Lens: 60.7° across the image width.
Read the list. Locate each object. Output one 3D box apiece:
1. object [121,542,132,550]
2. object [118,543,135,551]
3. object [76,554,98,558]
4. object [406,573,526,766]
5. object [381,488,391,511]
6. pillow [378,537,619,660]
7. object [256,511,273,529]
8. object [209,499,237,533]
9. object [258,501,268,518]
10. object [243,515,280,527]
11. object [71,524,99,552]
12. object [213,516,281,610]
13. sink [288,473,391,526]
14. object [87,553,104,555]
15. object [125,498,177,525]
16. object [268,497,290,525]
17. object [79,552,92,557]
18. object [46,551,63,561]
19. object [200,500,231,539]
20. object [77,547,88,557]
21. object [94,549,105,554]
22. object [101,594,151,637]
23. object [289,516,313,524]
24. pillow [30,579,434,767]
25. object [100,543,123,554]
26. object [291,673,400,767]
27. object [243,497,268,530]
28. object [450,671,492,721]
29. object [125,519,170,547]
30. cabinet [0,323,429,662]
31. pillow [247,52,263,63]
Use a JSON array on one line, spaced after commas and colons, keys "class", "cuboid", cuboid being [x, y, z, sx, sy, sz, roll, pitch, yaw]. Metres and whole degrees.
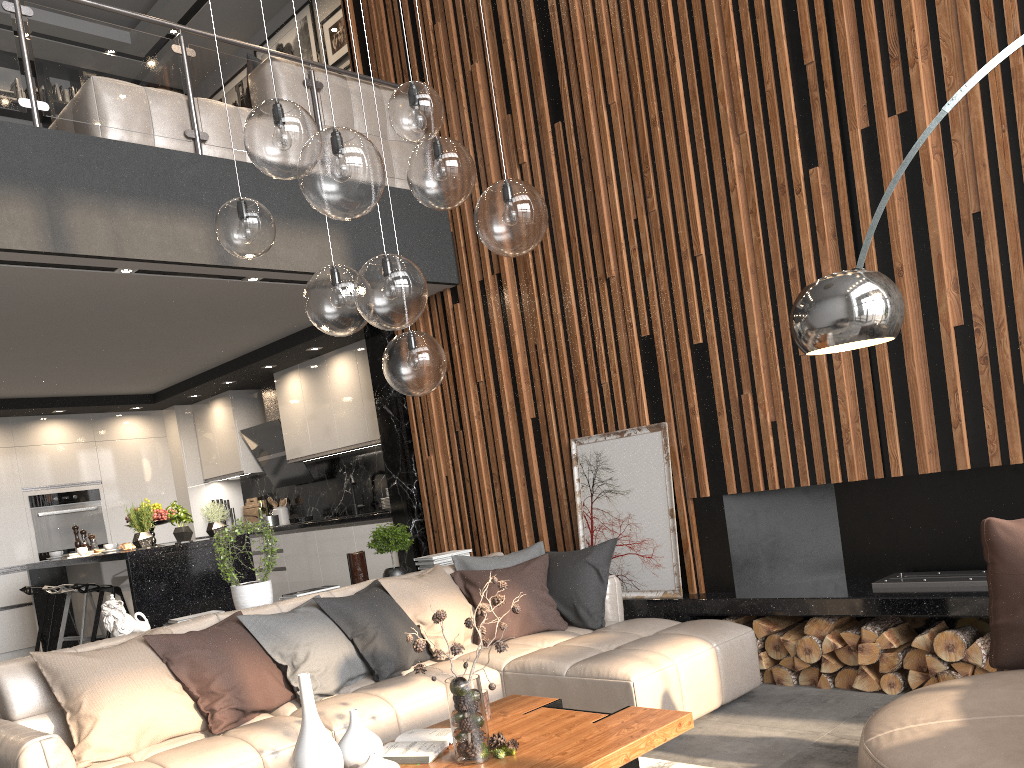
[{"class": "object", "cuboid": [-2.918, 1.230, 6.623, 0.073, 0.059, 0.061, -7, -2, -24]}, {"class": "object", "cuboid": [-2.945, 1.239, 6.670, 0.130, 0.060, 0.070, -3, -5, -45]}, {"class": "object", "cuboid": [-3.233, 1.320, 6.762, 0.225, 0.003, 0.231, -2, -9, -45]}, {"class": "object", "cuboid": [-0.106, 0.945, 2.987, 0.319, 0.604, 0.539, -8, -1, 15]}, {"class": "object", "cuboid": [-0.943, 0.956, 7.309, 0.297, 0.196, 0.308, -5, -5, -42]}, {"class": "pillow", "cuboid": [-0.059, 1.234, 4.999, 1.375, 0.549, 0.767, -7, -3, -14]}, {"class": "object", "cuboid": [-2.523, 1.398, 9.053, 0.178, 0.163, 0.276, -6, -4, -45]}, {"class": "object", "cuboid": [-3.098, 1.413, 9.350, 0.067, 0.374, 0.318, -6, 1, 45]}, {"class": "object", "cuboid": [-2.581, 1.353, 9.114, 0.082, 0.284, 0.088, -6, 3, 45]}, {"class": "object", "cuboid": [-2.433, 1.336, 8.575, 0.352, 0.154, 0.198, -12, -4, 35]}, {"class": "object", "cuboid": [-3.676, 1.337, 7.573, 0.202, 0.284, 0.149, -8, 1, 28]}, {"class": "object", "cuboid": [-1.428, 1.002, 4.742, 0.218, 0.578, 0.381, -7, 0, 25]}, {"class": "sink", "cuboid": [-1.508, 1.080, 7.763, 0.492, 0.548, 1.126, -7, -4, -45]}, {"class": "object", "cuboid": [-3.179, 1.308, 6.768, 0.191, 0.012, 0.193, -7, -7, -13]}, {"class": "object", "cuboid": [-2.713, 0.961, 6.542, 0.323, 0.215, 0.344, -11, -5, 42]}, {"class": "object", "cuboid": [-2.348, 1.283, 8.883, 0.173, 0.306, 0.159, -9, 1, -42]}, {"class": "object", "cuboid": [-3.291, 1.313, 6.737, 0.130, 0.027, 0.027, -9, -2, 5]}, {"class": "object", "cuboid": [-3.764, 1.420, 7.232, 0.156, 0.070, 0.155, -9, -5, 13]}, {"class": "object", "cuboid": [-2.212, 1.006, 6.531, 0.219, 0.285, 0.213, -8, -1, -32]}, {"class": "object", "cuboid": [-3.322, 1.300, 6.775, 0.077, 0.071, 0.084, -8, -3, 4]}, {"class": "object", "cuboid": [-3.173, 1.292, 6.772, 0.129, 0.043, 0.074, -12, -6, 37]}, {"class": "object", "cuboid": [-1.879, 1.159, 4.268, 0.205, 0.291, 0.137, -8, 1, -26]}, {"class": "object", "cuboid": [-2.057, 1.302, 8.395, 0.234, 0.060, 0.350, -11, -7, 23]}, {"class": "pillow", "cuboid": [-1.106, 1.278, 4.102, 0.549, 0.499, 1.923, -10, -6, 44]}, {"class": "object", "cuboid": [-2.911, 1.196, 6.361, 0.156, 0.070, 0.155, -9, -5, 13]}, {"class": "object", "cuboid": [-0.549, 1.083, 2.744, 0.313, 0.399, 0.322, -8, -1, -26]}, {"class": "object", "cuboid": [-2.753, 1.383, 9.361, 0.405, 0.331, 0.096, -11, 0, 45]}, {"class": "object", "cuboid": [-0.161, 1.189, 3.337, 0.151, 0.212, 0.078, -8, 1, -35]}, {"class": "object", "cuboid": [-2.688, 1.124, 6.538, 0.368, 0.188, 0.367, -9, -5, 9]}, {"class": "cabinet", "cuboid": [-3.124, 0.879, 7.193, 3.582, 3.252, 6.281, -6, -5, -45]}, {"class": "pillow", "cuboid": [-1.620, -1.723, 6.172, 0.756, 0.547, 1.397, -7, -5, -15]}]
